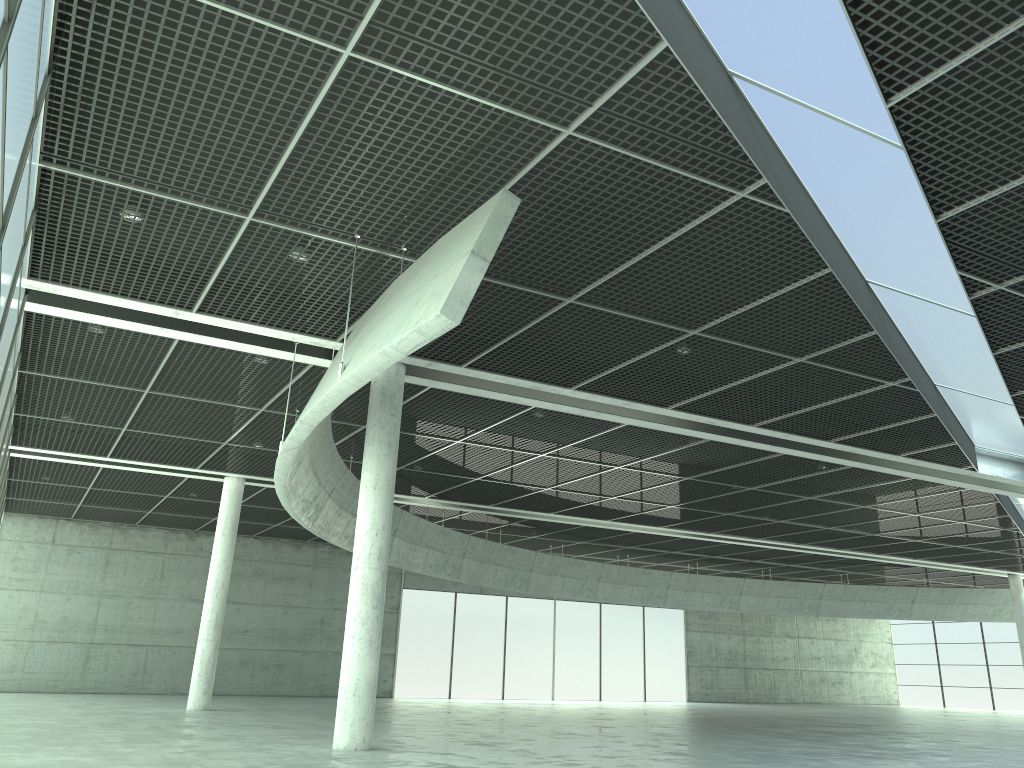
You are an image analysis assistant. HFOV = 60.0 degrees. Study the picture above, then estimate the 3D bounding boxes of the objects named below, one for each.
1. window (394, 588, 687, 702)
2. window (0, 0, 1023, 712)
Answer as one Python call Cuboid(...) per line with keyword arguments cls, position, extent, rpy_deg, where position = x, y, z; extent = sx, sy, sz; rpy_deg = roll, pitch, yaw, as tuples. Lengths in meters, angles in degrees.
Cuboid(cls="window", position=(4.157, 29.272, 88.070), extent=(33.486, 10.663, 0.159), rpy_deg=(13, -22, -27))
Cuboid(cls="window", position=(28.479, 12.668, 47.857), extent=(100.658, 16.082, 99.683), rpy_deg=(12, -22, -27))
